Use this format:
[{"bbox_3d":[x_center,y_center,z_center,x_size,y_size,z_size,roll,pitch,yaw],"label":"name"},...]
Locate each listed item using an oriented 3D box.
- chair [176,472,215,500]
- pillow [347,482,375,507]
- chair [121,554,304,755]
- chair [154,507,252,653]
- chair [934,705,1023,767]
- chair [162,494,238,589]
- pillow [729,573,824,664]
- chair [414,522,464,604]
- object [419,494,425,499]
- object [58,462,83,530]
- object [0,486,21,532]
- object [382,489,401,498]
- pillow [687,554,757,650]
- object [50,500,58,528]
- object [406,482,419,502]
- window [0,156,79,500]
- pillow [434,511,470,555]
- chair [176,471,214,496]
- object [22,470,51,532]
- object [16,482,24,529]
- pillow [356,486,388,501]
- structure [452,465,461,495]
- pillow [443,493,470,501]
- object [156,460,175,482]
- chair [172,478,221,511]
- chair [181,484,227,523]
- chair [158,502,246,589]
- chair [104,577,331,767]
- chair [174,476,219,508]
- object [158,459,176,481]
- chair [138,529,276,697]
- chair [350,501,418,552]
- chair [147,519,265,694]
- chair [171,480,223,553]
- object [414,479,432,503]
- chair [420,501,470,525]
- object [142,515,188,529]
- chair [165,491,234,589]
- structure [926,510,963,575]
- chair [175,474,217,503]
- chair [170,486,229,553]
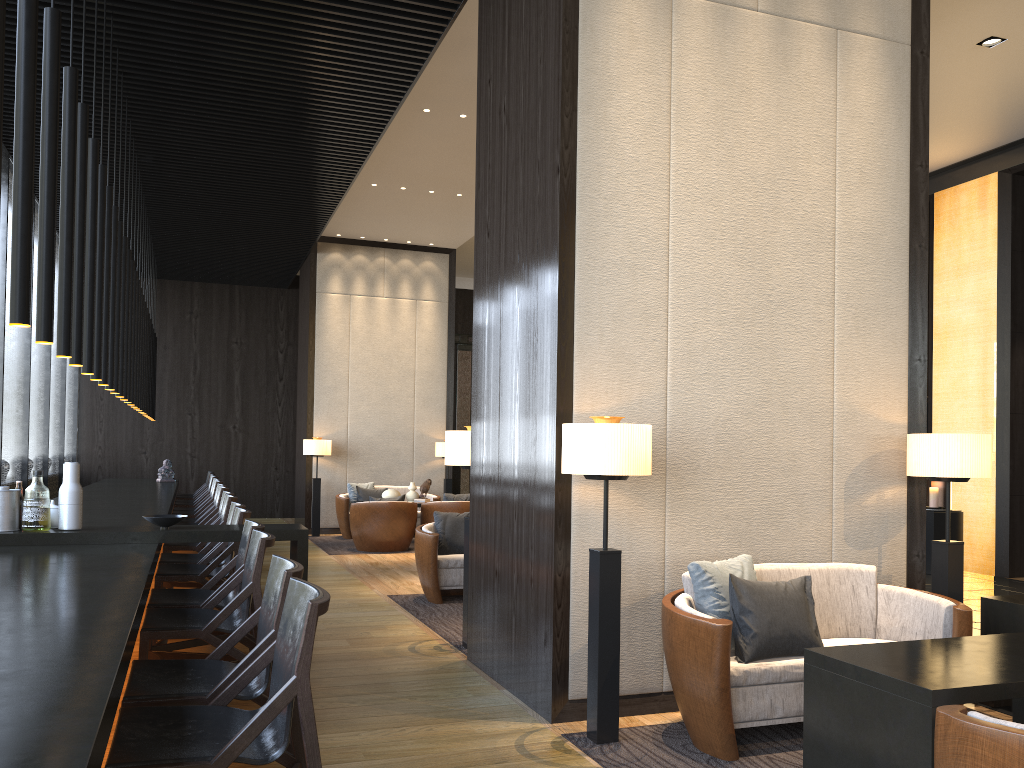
[{"bbox_3d":[-4.583,1.694,12.815,0.563,0.826,0.526,2,-2,-20],"label":"chair"},{"bbox_3d":[-2.060,1.552,12.192,0.433,0.399,0.201,3,-3,-42],"label":"pillow"},{"bbox_3d":[-0.946,0.989,2.836,0.563,0.826,0.526,2,-2,-20],"label":"chair"},{"bbox_3d":[-1.837,1.162,5.280,0.563,0.826,0.526,2,-2,-20],"label":"chair"},{"bbox_3d":[1.522,1.089,2.171,0.804,0.603,0.607,2,-3,-20],"label":"chair"},{"bbox_3d":[-2.381,1.267,6.772,0.563,0.826,0.526,2,-2,-20],"label":"chair"},{"bbox_3d":[1.109,0.981,3.790,0.472,0.360,0.219,2,-2,-23],"label":"pillow"},{"bbox_3d":[-0.419,1.446,7.249,0.804,0.603,0.607,2,-3,-20],"label":"chair"},{"bbox_3d":[-1.186,1.494,11.629,0.091,0.112,0.092,-1,-3,32],"label":"object"},{"bbox_3d":[-2.265,0.575,4.548,0.113,0.344,0.113,2,-1,-25],"label":"object"},{"bbox_3d":[-2.566,0.625,4.446,0.169,0.219,0.169,2,-2,-25],"label":"object"},{"bbox_3d":[-1.566,1.451,11.494,0.245,0.167,0.246,-1,-4,28],"label":"object"},{"bbox_3d":[0.961,0.966,3.902,0.433,0.399,0.201,3,-3,-42],"label":"pillow"},{"bbox_3d":[-2.402,0.642,4.629,0.136,0.217,0.136,2,-2,-33],"label":"object"},{"bbox_3d":[-1.303,1.416,11.590,0.174,0.257,0.174,1,-2,0],"label":"object"},{"bbox_3d":[3.899,-0.773,1.056,12.060,4.220,31.937,2,-5,-20],"label":"window"},{"bbox_3d":[-0.455,1.237,7.364,0.399,0.362,0.222,2,-2,-19],"label":"pillow"},{"bbox_3d":[-4.780,1.732,13.355,0.563,0.826,0.526,2,-2,-20],"label":"chair"},{"bbox_3d":[-2.390,0.586,4.455,0.129,0.305,0.129,2,-2,-34],"label":"object"},{"bbox_3d":[-2.547,0.626,4.571,0.067,0.237,0.067,2,-1,-26],"label":"object"},{"bbox_3d":[-1.912,1.567,12.081,0.472,0.360,0.219,2,-2,-23],"label":"pillow"},{"bbox_3d":[-0.944,1.623,13.680,0.240,1.216,0.240,1,-1,-20],"label":"structure"},{"bbox_3d":[-0.652,1.486,10.647,0.399,0.362,0.222,2,-2,-19],"label":"pillow"},{"bbox_3d":[-4.847,1.213,12.390,0.207,0.310,0.162,3,-2,-40],"label":"object"},{"bbox_3d":[-3.674,1.518,10.322,0.563,0.826,0.526,2,-2,-20],"label":"chair"},{"bbox_3d":[-3.122,1.411,8.805,0.563,0.826,0.526,2,-2,-20],"label":"chair"},{"bbox_3d":[-2.034,1.200,5.821,0.563,0.826,0.526,2,-2,-20],"label":"chair"},{"bbox_3d":[-0.749,0.951,2.296,0.563,0.826,0.526,2,-2,-20],"label":"chair"},{"bbox_3d":[-4.030,1.587,11.298,0.563,0.826,0.526,2,-2,-20],"label":"chair"},{"bbox_3d":[-4.928,1.228,12.627,0.209,0.312,0.164,1,-2,5],"label":"object"},{"bbox_3d":[-1.293,1.056,3.788,0.563,0.826,0.526,2,-2,-20],"label":"chair"},{"bbox_3d":[-1.499,1.674,10.462,0.804,0.603,0.607,2,-3,-20],"label":"chair"},{"bbox_3d":[-1.490,1.094,4.328,0.563,0.826,0.526,2,-2,-20],"label":"chair"},{"bbox_3d":[-3.477,1.480,9.781,0.563,0.826,0.526,2,-2,-20],"label":"chair"},{"bbox_3d":[-1.140,1.386,11.501,0.174,0.309,0.229,0,-2,26],"label":"object"},{"bbox_3d":[-0.695,1.710,10.754,0.804,0.603,0.607,2,-3,-20],"label":"chair"},{"bbox_3d":[-1.848,0.737,4.717,0.227,0.067,0.228,2,-4,-17],"label":"object"},{"bbox_3d":[-2.578,1.305,7.313,0.563,0.826,0.526,2,-2,-20],"label":"chair"},{"bbox_3d":[4.439,1.650,9.331,0.402,0.657,0.403,2,-2,-20],"label":"structure"},{"bbox_3d":[-4.227,1.625,11.838,0.563,0.826,0.526,2,-2,-20],"label":"chair"},{"bbox_3d":[-2.925,1.372,8.265,0.563,0.826,0.526,2,-2,-20],"label":"chair"}]
